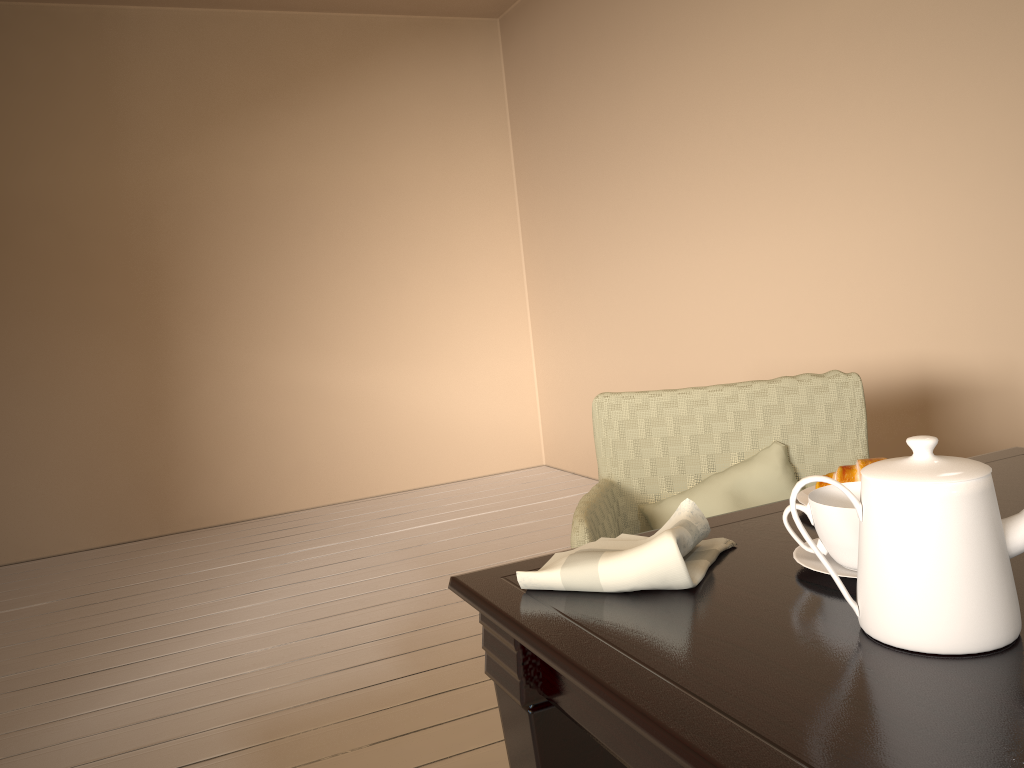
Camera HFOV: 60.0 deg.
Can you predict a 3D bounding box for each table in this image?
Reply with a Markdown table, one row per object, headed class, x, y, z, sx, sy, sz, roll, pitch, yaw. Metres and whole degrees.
| class | x | y | z | sx | sy | sz | roll | pitch | yaw |
| --- | --- | --- | --- | --- | --- | --- | --- | --- | --- |
| table | 0.774 | 0.516 | 0.272 | 0.920 | 0.652 | 1.992 | -8 | 5 | -23 |

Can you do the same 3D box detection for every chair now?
| class | x | y | z | sx | sy | sz | roll | pitch | yaw |
| --- | --- | --- | --- | --- | --- | --- | --- | --- | --- |
| chair | 0.419 | 0.414 | 1.594 | 0.563 | 0.799 | 0.563 | -5 | 4 | 13 |

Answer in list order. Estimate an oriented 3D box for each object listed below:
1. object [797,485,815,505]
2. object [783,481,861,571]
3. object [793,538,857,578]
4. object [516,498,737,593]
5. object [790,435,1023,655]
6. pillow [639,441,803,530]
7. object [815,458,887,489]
| class | x | y | z | sx | sy | sz | roll | pitch | yaw |
| --- | --- | --- | --- | --- | --- | --- | --- | --- | --- |
| object | 0.453 | 0.142 | 1.090 | 0.194 | 0.014 | 0.195 | -1 | 7 | 43 |
| object | 0.351 | 0.143 | 0.868 | 0.125 | 0.069 | 0.116 | -9 | 5 | -30 |
| object | 0.358 | 0.173 | 0.872 | 0.153 | 0.012 | 0.154 | -3 | 6 | 28 |
| object | 0.118 | 0.165 | 0.952 | 0.196 | 0.063 | 0.205 | -3 | 5 | 29 |
| object | 0.337 | 0.118 | 0.706 | 0.198 | 0.155 | 0.118 | -7 | 4 | -17 |
| pillow | 0.436 | 0.272 | 1.693 | 0.316 | 0.294 | 0.248 | -7 | 4 | -10 |
| object | 0.450 | 0.118 | 1.101 | 0.138 | 0.051 | 0.062 | -6 | 4 | -4 |
